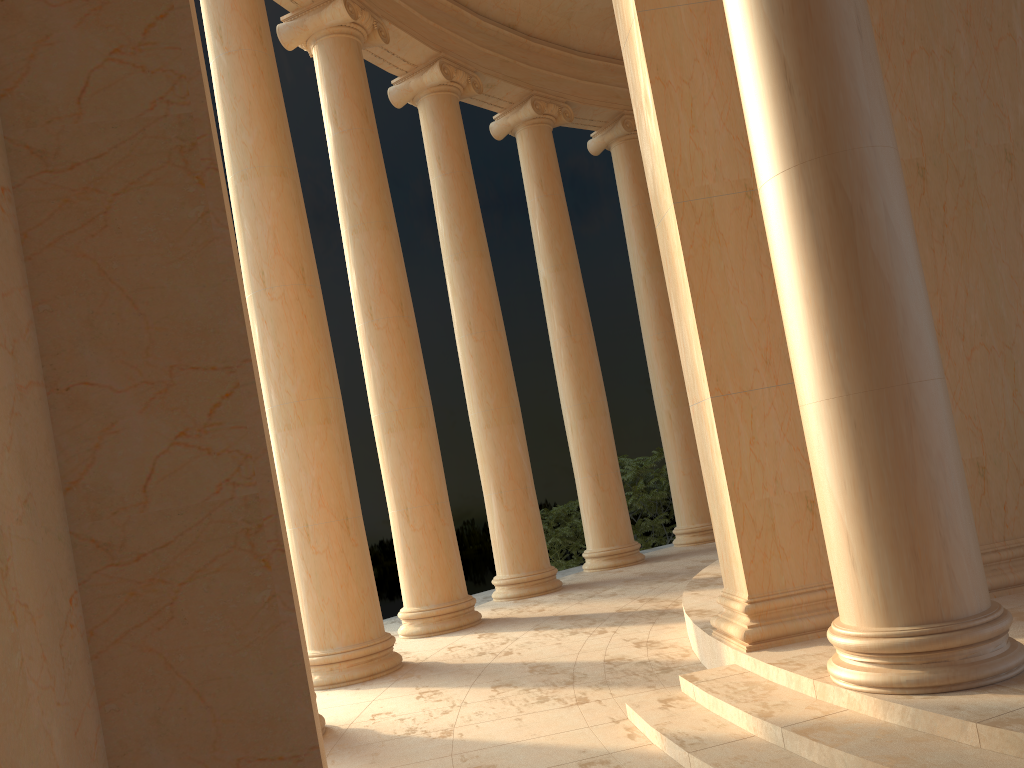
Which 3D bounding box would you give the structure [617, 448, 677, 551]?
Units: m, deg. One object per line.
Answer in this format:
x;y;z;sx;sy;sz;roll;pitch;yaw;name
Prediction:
266.444;263.092;1602.639;247.025;298.518;238.710;-10;-4;-2;structure

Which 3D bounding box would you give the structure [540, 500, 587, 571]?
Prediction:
82.462;299.485;1516.836;149.557;187.716;155.940;-11;-4;7;structure
